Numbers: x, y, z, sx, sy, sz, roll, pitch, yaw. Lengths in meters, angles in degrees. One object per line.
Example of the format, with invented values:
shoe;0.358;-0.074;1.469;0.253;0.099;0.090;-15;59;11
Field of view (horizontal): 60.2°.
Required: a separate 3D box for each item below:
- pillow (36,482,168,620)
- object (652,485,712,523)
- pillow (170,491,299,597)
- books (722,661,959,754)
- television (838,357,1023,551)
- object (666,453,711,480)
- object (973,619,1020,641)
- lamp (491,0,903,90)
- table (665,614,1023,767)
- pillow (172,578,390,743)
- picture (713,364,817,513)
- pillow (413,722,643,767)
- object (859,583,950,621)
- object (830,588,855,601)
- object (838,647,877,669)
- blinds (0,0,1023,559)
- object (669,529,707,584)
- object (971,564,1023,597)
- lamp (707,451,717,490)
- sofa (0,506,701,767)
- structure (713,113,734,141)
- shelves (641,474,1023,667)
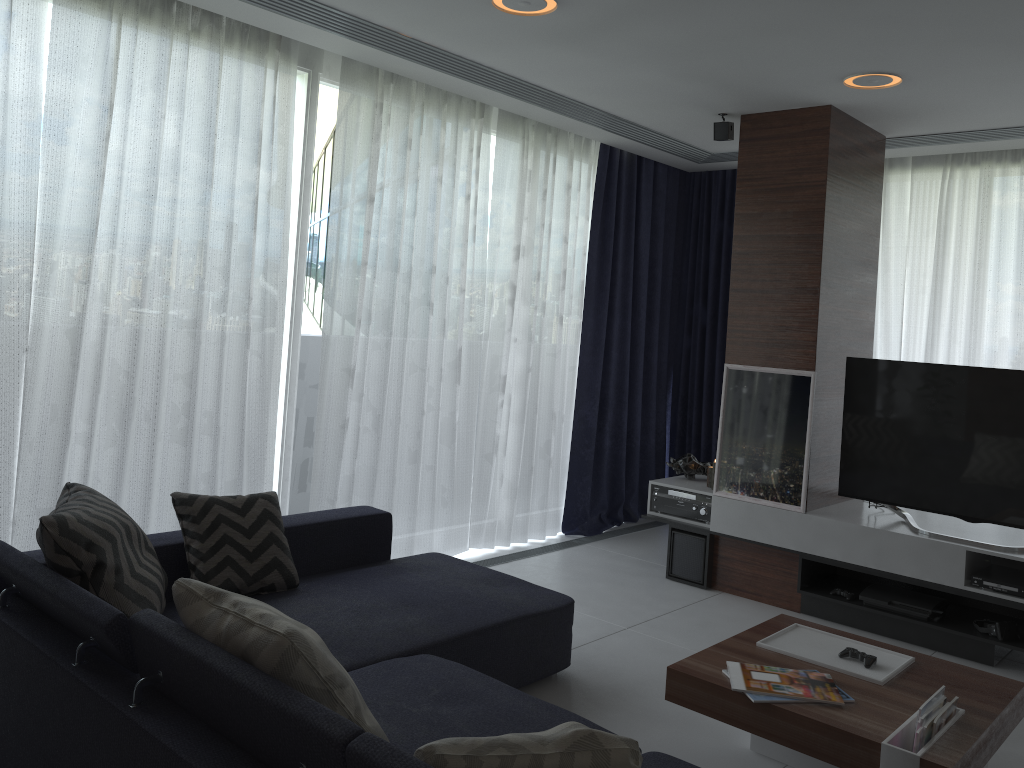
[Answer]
pillow;-1.227;0.597;2.652;0.355;0.518;0.599;4;2;-18
object;1.046;0.666;5.011;0.371;0.150;0.368;7;4;41
pillow;-0.980;0.567;3.167;0.414;0.345;0.287;2;2;-44
books;4.456;1.310;1.161;8.253;0.373;0.404;5;2;21
television;2.141;0.314;4.072;1.235;0.786;0.296;6;1;42
object;1.058;0.482;5.175;0.311;0.150;0.137;4;1;-1
object;2.111;1.057;3.872;0.116;0.079;0.184;3;3;-18
lamp;3.407;-0.974;0.520;9.611;0.084;5.339;6;4;28
table;1.019;1.054;2.699;0.803;0.352;0.804;7;4;41
pillow;-0.533;0.668;2.034;0.496;0.388;0.342;6;2;42
picture;1.295;0.264;4.553;0.502;0.701;0.053;4;0;42
pillow;0.015;0.764;1.626;0.418;0.351;0.280;4;1;-5
object;1.854;1.022;4.172;0.315;0.067;0.313;7;5;41
object;1.605;1.014;4.278;0.070;0.036;0.113;2;4;-35
object;1.105;0.866;2.811;0.070;0.036;0.113;2;4;-35
blinds;0.992;-0.136;2.379;7.119;2.772;5.821;1;4;-45
object;1.029;0.937;4.867;0.214;0.251;0.253;5;2;42
object;2.271;0.880;3.831;0.432;0.053;0.335;7;5;41
lamp;1.136;0.476;4.909;0.077;0.211;0.153;4;1;0
sofa;-0.035;0.872;2.456;2.883;0.608;1.895;7;5;41
structure;1.154;-1.391;4.811;0.085;0.142;0.114;4;1;32
shelves;1.890;0.911;4.518;2.358;0.499;0.871;7;4;41
